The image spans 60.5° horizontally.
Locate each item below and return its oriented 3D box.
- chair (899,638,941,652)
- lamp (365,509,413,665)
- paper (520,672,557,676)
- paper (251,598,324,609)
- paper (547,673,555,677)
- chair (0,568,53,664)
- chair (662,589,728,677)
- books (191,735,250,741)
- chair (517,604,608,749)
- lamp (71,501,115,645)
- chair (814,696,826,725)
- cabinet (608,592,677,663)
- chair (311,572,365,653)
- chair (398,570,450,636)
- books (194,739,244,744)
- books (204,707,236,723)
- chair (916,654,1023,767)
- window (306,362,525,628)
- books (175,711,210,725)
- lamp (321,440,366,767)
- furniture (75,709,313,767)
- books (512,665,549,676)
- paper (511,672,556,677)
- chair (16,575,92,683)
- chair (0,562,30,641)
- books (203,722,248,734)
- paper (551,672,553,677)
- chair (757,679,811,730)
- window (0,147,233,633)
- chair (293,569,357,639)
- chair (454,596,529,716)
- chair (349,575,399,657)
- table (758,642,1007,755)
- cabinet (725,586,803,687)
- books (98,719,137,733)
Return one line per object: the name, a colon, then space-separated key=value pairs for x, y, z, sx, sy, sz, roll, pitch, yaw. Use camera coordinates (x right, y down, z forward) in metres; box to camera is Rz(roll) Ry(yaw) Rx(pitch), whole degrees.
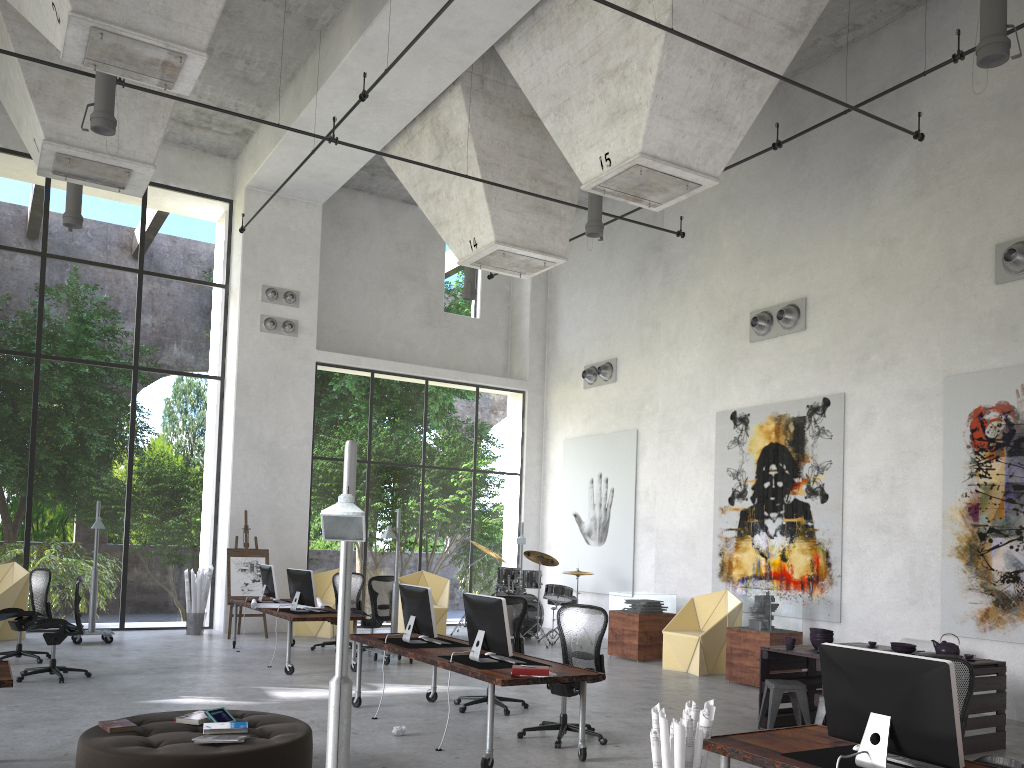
chair: x=4.297 y=3.184 z=9.479 sx=0.696 sy=0.812 sz=0.779 roll=-4 pitch=-8 yaw=44
lamp: x=-1.630 y=2.824 z=12.327 sx=0.599 sy=2.136 sz=0.581 roll=4 pitch=-3 yaw=-31
paper: x=0.178 y=2.239 z=6.793 sx=0.291 sy=0.001 sz=0.213 roll=5 pitch=-11 yaw=-14
paper: x=-3.190 y=3.112 z=12.485 sx=1.079 sy=0.104 sz=0.987 roll=6 pitch=-11 yaw=-21
paper: x=0.170 y=2.239 z=6.789 sx=0.290 sy=0.001 sz=0.213 roll=-2 pitch=-11 yaw=21
chair: x=-6.254 y=2.951 z=11.239 sx=0.770 sy=1.175 sz=0.801 roll=0 pitch=-5 yaw=23
chair: x=2.726 y=3.502 z=12.472 sx=0.939 sy=1.160 sz=0.985 roll=6 pitch=-7 yaw=-32
books: x=-1.867 y=2.275 z=5.646 sx=0.301 sy=0.039 sz=0.223 roll=1 pitch=-10 yaw=4
chair: x=0.505 y=2.567 z=7.825 sx=0.770 sy=1.175 sz=0.801 roll=-1 pitch=-6 yaw=28
lamp: x=-6.318 y=2.841 z=13.303 sx=0.582 sy=2.136 sz=0.598 roll=4 pitch=-3 yaw=-31
chair: x=2.856 y=2.937 z=7.526 sx=0.440 sy=0.485 sz=0.422 roll=6 pitch=-7 yaw=-36
cabinet: x=2.017 y=3.754 z=13.629 sx=0.747 sy=1.005 sz=0.739 roll=5 pitch=-6 yaw=-31
chair: x=-2.616 y=3.477 z=13.450 sx=0.770 sy=1.175 sz=0.801 roll=1 pitch=-5 yaw=8
chair: x=-1.582 y=3.954 z=15.790 sx=0.980 sy=1.160 sz=0.944 roll=3 pitch=-6 yaw=-11
books: x=-1.869 y=2.277 z=5.620 sx=0.301 sy=0.031 sz=0.222 roll=5 pitch=-11 yaw=-16
books: x=-2.044 y=2.338 z=6.159 sx=0.205 sy=0.102 sz=0.146 roll=-6 pitch=-11 yaw=44
chair: x=2.442 y=2.060 z=4.660 sx=0.776 sy=1.175 sz=0.795 roll=6 pitch=-7 yaw=-42
window: x=-1.757 y=2.299 z=17.176 sx=4.586 sy=4.855 sz=0.020 roll=6 pitch=-4 yaw=-31
books: x=-2.212 y=2.359 z=6.212 sx=0.197 sy=0.034 sz=0.289 roll=-1 pitch=-10 yaw=15
lamp: x=-0.744 y=1.315 z=3.808 sx=0.580 sy=2.136 sz=0.600 roll=2 pitch=-3 yaw=-6
furniture: x=-2.128 y=2.546 z=5.973 sx=1.515 sy=0.424 sz=1.522 roll=7 pitch=-11 yaw=-29
books: x=0.143 y=2.206 z=6.769 sx=0.285 sy=0.052 sz=0.205 roll=2 pitch=-10 yaw=1
paper: x=0.170 y=2.238 z=6.789 sx=0.291 sy=0.001 sz=0.212 roll=-7 pitch=-14 yaw=40
chair: x=-5.205 y=2.767 z=10.024 sx=0.798 sy=1.175 sz=0.773 roll=6 pitch=-7 yaw=-42
chair: x=-7.909 y=3.281 z=13.287 sx=0.979 sy=1.160 sz=0.945 roll=1 pitch=-6 yaw=15
books: x=-1.930 y=2.317 z=5.920 sx=0.285 sy=0.033 sz=0.200 roll=5 pitch=-11 yaw=-18
paper: x=0.170 y=2.240 z=6.789 sx=0.290 sy=0.001 sz=0.213 roll=2 pitch=-10 yaw=1
chair: x=2.586 y=3.071 z=8.318 sx=0.419 sy=0.485 sz=0.442 roll=2 pitch=-6 yaw=4
window: x=-7.790 y=0.164 z=14.400 sx=5.992 sy=7.789 sz=0.067 roll=5 pitch=-4 yaw=-31
chair: x=-3.266 y=3.827 z=15.411 sx=0.979 sy=1.160 sz=0.945 roll=0 pitch=-6 yaw=18
chair: x=-0.237 y=2.773 z=9.108 sx=0.794 sy=1.175 sz=0.777 roll=-3 pitch=-7 yaw=43
chair: x=-2.082 y=3.417 z=13.015 sx=0.792 sy=1.175 sz=0.779 roll=0 pitch=-5 yaw=23
table: x=3.485 y=2.964 z=8.357 sx=1.514 sy=0.788 sz=1.614 roll=7 pitch=-10 yaw=-31
cabinet: x=3.251 y=3.261 z=11.330 sx=0.597 sy=1.245 sz=0.747 roll=4 pitch=-5 yaw=-31
books: x=-2.648 y=2.294 z=5.897 sx=0.176 sy=0.032 sz=0.256 roll=10 pitch=-13 yaw=-39
